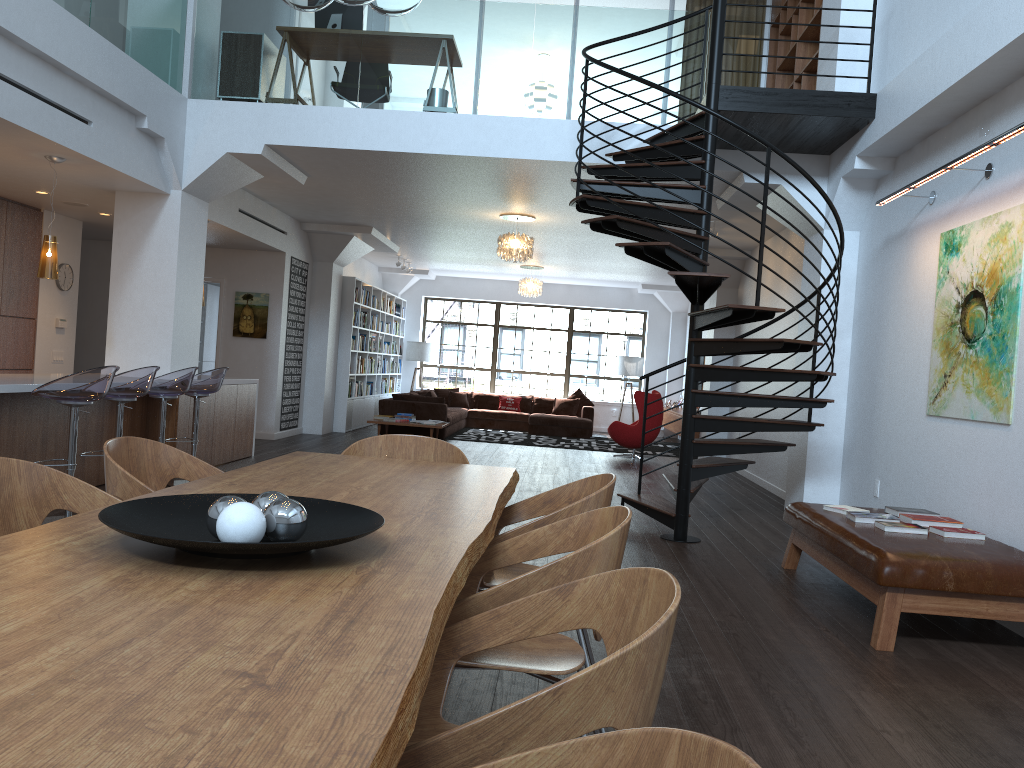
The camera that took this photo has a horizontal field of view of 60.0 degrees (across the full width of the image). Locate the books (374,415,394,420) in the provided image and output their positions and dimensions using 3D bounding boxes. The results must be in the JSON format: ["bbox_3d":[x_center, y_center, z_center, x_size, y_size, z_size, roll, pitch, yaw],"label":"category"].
[{"bbox_3d":[-1.948,0.508,13.511,0.241,0.045,0.334,4,1,5],"label":"books"}]

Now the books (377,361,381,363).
[{"bbox_3d":[-2.503,-0.408,16.053,0.223,0.032,0.161,4,1,3],"label":"books"}]

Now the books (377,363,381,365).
[{"bbox_3d":[-2.512,-0.373,16.048,0.253,0.040,0.183,4,1,3],"label":"books"}]

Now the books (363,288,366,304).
[{"bbox_3d":[-2.501,-1.437,14.520,0.197,0.290,0.136,4,1,3],"label":"books"}]

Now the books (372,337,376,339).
[{"bbox_3d":[-2.515,-0.813,15.621,0.223,0.027,0.161,4,1,-7],"label":"books"}]

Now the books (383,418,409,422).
[{"bbox_3d":[-1.722,0.536,13.155,0.236,0.035,0.340,5,1,28],"label":"books"}]

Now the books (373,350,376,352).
[{"bbox_3d":[-2.506,-0.581,15.590,0.171,0.039,0.246,4,1,3],"label":"books"}]

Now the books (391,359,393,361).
[{"bbox_3d":[-2.426,-0.476,17.160,0.223,0.031,0.161,4,1,3],"label":"books"}]

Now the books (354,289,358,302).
[{"bbox_3d":[-2.524,-1.395,13.965,0.161,0.218,0.101,4,1,3],"label":"books"}]

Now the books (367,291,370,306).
[{"bbox_3d":[-2.474,-1.423,14.812,0.182,0.255,0.077,4,1,3],"label":"books"}]

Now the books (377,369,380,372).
[{"bbox_3d":[-2.527,-0.252,16.048,0.251,0.037,0.160,4,1,8],"label":"books"}]

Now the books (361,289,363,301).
[{"bbox_3d":[-2.507,-1.414,14.316,0.170,0.251,0.118,4,1,3],"label":"books"}]

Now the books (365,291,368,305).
[{"bbox_3d":[-2.480,-1.418,14.623,0.182,0.253,0.098,4,1,3],"label":"books"}]

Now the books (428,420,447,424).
[{"bbox_3d":[-1.148,0.570,13.459,0.256,0.035,0.350,5,1,28],"label":"books"}]

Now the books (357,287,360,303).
[{"bbox_3d":[-2.521,-1.414,14.074,0.170,0.251,0.118,4,1,3],"label":"books"}]

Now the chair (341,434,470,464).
[{"bbox_3d":[-0.495,0.657,3.855,0.629,0.833,0.618,4,1,-2],"label":"chair"}]

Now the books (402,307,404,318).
[{"bbox_3d":[-2.282,-1.457,18.138,0.140,0.231,0.042,4,1,3],"label":"books"}]

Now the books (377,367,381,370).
[{"bbox_3d":[-2.527,-0.291,16.072,0.259,0.040,0.180,4,1,3],"label":"books"}]

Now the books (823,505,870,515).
[{"bbox_3d":[2.017,0.761,5.357,0.161,0.031,0.223,4,1,-19],"label":"books"}]

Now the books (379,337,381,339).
[{"bbox_3d":[-2.469,-0.830,15.936,0.223,0.031,0.161,4,1,3],"label":"books"}]

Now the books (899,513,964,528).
[{"bbox_3d":[2.387,0.784,5.057,0.283,0.043,0.197,4,1,3],"label":"books"}]

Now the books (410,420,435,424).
[{"bbox_3d":[-1.322,0.563,13.124,0.342,0.040,0.231,5,1,43],"label":"books"}]

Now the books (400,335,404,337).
[{"bbox_3d":[-2.364,-0.990,17.964,0.284,0.035,0.197,5,1,33],"label":"books"}]

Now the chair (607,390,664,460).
[{"bbox_3d":[1.828,0.573,13.084,0.801,1.006,0.798,5,1,28],"label":"chair"}]

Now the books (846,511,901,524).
[{"bbox_3d":[2.049,0.763,5.035,0.247,0.040,0.185,4,1,6],"label":"books"}]

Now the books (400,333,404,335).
[{"bbox_3d":[-2.362,-1.024,17.963,0.284,0.033,0.197,4,1,18],"label":"books"}]

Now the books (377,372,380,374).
[{"bbox_3d":[-2.527,-0.215,16.046,0.246,0.038,0.171,4,1,3],"label":"books"}]

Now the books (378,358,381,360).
[{"bbox_3d":[-2.485,-0.459,16.045,0.208,0.024,0.144,4,1,8],"label":"books"}]

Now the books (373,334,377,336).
[{"bbox_3d":[-2.483,-0.870,15.606,0.129,0.043,0.185,4,1,18],"label":"books"}]

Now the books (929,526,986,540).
[{"bbox_3d":[2.371,0.793,4.726,0.224,0.036,0.161,4,1,-3],"label":"books"}]

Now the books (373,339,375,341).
[{"bbox_3d":[-2.504,-0.783,15.597,0.161,0.033,0.223,4,1,3],"label":"books"}]

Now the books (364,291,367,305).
[{"bbox_3d":[-2.484,-1.416,14.590,0.159,0.248,0.089,4,1,3],"label":"books"}]

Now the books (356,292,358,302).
[{"bbox_3d":[-2.519,-1.397,14.000,0.161,0.222,0.084,4,1,3],"label":"books"}]

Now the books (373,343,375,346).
[{"bbox_3d":[-2.511,-0.704,15.596,0.168,0.045,0.231,4,1,-2],"label":"books"}]

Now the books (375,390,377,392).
[{"bbox_3d":[-2.588,0.117,16.024,0.284,0.033,0.197,4,1,-12],"label":"books"}]

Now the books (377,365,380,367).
[{"bbox_3d":[-2.511,-0.332,16.056,0.231,0.044,0.168,4,1,-2],"label":"books"}]

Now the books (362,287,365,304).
[{"bbox_3d":[-2.500,-1.437,14.457,0.176,0.293,0.125,4,1,3],"label":"books"}]

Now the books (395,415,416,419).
[{"bbox_3d":[-1.631,0.498,13.556,0.279,0.035,0.191,4,1,13],"label":"books"}]

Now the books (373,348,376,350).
[{"bbox_3d":[-2.507,-0.620,15.587,0.160,0.039,0.251,4,1,8],"label":"books"}]

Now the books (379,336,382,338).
[{"bbox_3d":[-2.467,-0.860,15.943,0.224,0.030,0.161,4,1,13],"label":"books"}]

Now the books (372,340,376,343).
[{"bbox_3d":[-2.500,-0.746,15.591,0.183,0.042,0.253,4,1,3],"label":"books"}]

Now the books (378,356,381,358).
[{"bbox_3d":[-2.487,-0.492,16.038,0.185,0.041,0.129,4,1,18],"label":"books"}]

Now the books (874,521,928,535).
[{"bbox_3d":[2.091,0.772,4.768,0.224,0.032,0.161,4,1,3],"label":"books"}]

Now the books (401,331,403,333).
[{"bbox_3d":[-2.358,-1.057,17.958,0.254,0.032,0.174,5,1,38],"label":"books"}]

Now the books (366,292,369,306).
[{"bbox_3d":[-2.479,-1.416,14.710,0.174,0.243,0.085,4,1,3],"label":"books"}]

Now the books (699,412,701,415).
[{"bbox_3d":[3.086,0.485,14.813,0.250,0.053,0.400,4,1,3],"label":"books"}]

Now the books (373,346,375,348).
[{"bbox_3d":[-2.528,-0.661,15.583,0.180,0.042,0.259,4,1,3],"label":"books"}]

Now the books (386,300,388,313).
[{"bbox_3d":[-2.390,-1.442,16.458,0.171,0.246,0.057,4,1,3],"label":"books"}]

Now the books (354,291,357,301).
[{"bbox_3d":[-2.536,-1.389,13.901,0.167,0.210,0.162,4,1,3],"label":"books"}]

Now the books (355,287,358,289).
[{"bbox_3d":[-2.525,-1.411,14.030,0.159,0.248,0.089,4,1,3],"label":"books"}]

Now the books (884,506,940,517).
[{"bbox_3d":[2.424,0.783,5.375,0.254,0.044,0.183,4,1,-2],"label":"books"}]

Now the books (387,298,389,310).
[{"bbox_3d":[-2.386,-1.466,16.541,0.176,0.290,0.053,4,1,3],"label":"books"}]

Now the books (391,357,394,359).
[{"bbox_3d":[-2.424,-0.505,17.168,0.224,0.030,0.161,4,1,13],"label":"books"}]

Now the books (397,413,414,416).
[{"bbox_3d":[-1.624,0.467,13.554,0.224,0.027,0.157,4,1,8],"label":"books"}]

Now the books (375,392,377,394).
[{"bbox_3d":[-2.590,0.151,16.024,0.284,0.035,0.197,4,1,3],"label":"books"}]

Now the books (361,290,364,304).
[{"bbox_3d":[-2.501,-1.411,14.369,0.174,0.242,0.105,4,1,3],"label":"books"}]

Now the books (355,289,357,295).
[{"bbox_3d":[-2.532,-1.391,13.810,0.182,0.215,0.188,4,1,3],"label":"books"}]

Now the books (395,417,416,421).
[{"bbox_3d":[-1.629,0.534,13.553,0.312,0.037,0.216,4,1,-7],"label":"books"}]
